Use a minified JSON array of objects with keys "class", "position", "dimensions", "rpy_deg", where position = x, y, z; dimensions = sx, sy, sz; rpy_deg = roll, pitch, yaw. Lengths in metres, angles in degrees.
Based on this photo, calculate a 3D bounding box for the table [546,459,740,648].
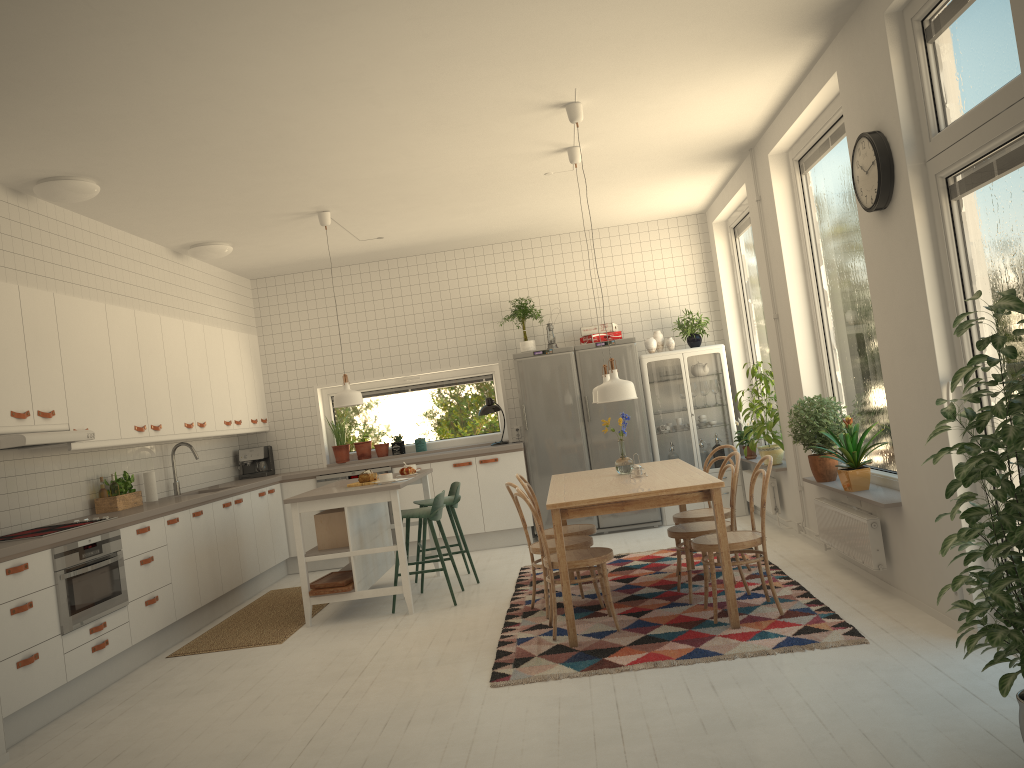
[{"class":"table","position":[0.718,0.934,5.314],"dimensions":[0.894,0.749,1.797],"rpy_deg":[-8,-2,3]}]

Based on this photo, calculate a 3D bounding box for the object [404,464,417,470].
[{"class":"object","position":[-0.798,0.665,6.948],"dimensions":[0.094,0.060,0.098],"rpy_deg":[-8,-2,0]}]

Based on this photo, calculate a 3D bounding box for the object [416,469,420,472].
[{"class":"object","position":[-0.794,0.691,6.944],"dimensions":[0.160,0.020,0.160],"rpy_deg":[-8,-2,0]}]

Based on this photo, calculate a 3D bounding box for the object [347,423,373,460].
[{"class":"object","position":[-1.498,0.573,8.888],"dimensions":[0.258,0.370,0.234],"rpy_deg":[-8,-2,15]}]

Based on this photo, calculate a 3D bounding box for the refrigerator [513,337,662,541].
[{"class":"refrigerator","position":[0.705,0.530,8.403],"dimensions":[1.146,1.778,0.559],"rpy_deg":[-8,-2,3]}]

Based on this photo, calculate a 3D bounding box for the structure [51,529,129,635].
[{"class":"structure","position":[-2.644,1.124,4.949],"dimensions":[0.704,0.447,0.682],"rpy_deg":[-8,-2,3]}]

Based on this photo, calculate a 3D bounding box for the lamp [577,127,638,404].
[{"class":"lamp","position":[0.475,-0.696,4.931],"dimensions":[0.229,1.596,0.230],"rpy_deg":[-9,-3,38]}]

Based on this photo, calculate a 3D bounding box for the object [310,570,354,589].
[{"class":"object","position":[-1.210,1.353,6.161],"dimensions":[0.280,0.030,0.430],"rpy_deg":[-8,-2,12]}]

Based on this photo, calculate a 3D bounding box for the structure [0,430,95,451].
[{"class":"structure","position":[-2.749,0.322,4.981],"dimensions":[0.482,0.073,0.681],"rpy_deg":[-8,-2,3]}]

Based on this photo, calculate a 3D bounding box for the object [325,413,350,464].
[{"class":"object","position":[-1.713,0.540,8.888],"dimensions":[0.300,0.499,0.333],"rpy_deg":[-7,-2,-14]}]

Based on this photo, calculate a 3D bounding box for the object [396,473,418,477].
[{"class":"object","position":[-0.801,0.694,6.766],"dimensions":[0.167,0.005,0.167],"rpy_deg":[-8,-2,-1]}]

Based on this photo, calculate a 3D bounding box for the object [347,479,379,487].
[{"class":"object","position":[-1.027,0.708,6.388],"dimensions":[0.237,0.019,0.306],"rpy_deg":[-8,-2,20]}]

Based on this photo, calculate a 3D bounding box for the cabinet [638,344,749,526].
[{"class":"cabinet","position":[1.687,0.471,8.353],"dimensions":[0.789,1.593,0.453],"rpy_deg":[-8,-2,3]}]

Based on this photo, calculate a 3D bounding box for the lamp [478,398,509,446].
[{"class":"lamp","position":[-0.195,0.361,8.562],"dimensions":[0.239,0.465,0.262],"rpy_deg":[-9,-2,32]}]

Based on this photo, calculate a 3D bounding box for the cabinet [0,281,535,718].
[{"class":"cabinet","position":[-1.471,0.390,6.383],"dimensions":[2.853,2.160,4.843],"rpy_deg":[-8,-2,3]}]

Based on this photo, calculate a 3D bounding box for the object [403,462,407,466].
[{"class":"object","position":[-0.817,0.651,6.963],"dimensions":[0.102,0.086,0.028],"rpy_deg":[-9,-3,44]}]

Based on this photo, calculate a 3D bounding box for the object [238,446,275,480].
[{"class":"object","position":[-2.533,0.772,8.682],"dimensions":[0.316,0.292,0.279],"rpy_deg":[-8,-2,4]}]

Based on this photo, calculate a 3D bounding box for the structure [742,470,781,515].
[{"class":"structure","position":[2.139,0.907,7.552],"dimensions":[0.113,0.276,1.016],"rpy_deg":[-8,-2,3]}]

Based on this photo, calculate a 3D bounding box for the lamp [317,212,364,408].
[{"class":"lamp","position":[-1.306,-0.574,6.588],"dimensions":[0.229,1.491,0.229],"rpy_deg":[-8,-2,4]}]

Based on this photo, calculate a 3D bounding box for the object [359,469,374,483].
[{"class":"object","position":[-1.042,0.656,6.323],"dimensions":[0.086,0.087,0.090],"rpy_deg":[-8,-2,11]}]

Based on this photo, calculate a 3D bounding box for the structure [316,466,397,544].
[{"class":"structure","position":[-1.402,1.170,8.521],"dimensions":[0.705,0.710,0.704],"rpy_deg":[-8,-2,3]}]

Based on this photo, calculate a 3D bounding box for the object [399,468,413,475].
[{"class":"object","position":[-0.818,0.667,6.759],"dimensions":[0.131,0.060,0.070],"rpy_deg":[-9,-2,41]}]

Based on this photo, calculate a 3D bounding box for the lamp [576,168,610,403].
[{"class":"lamp","position":[0.527,-0.679,5.788],"dimensions":[0.230,1.596,0.229],"rpy_deg":[-6,-3,-41]}]

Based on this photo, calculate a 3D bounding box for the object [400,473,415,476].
[{"class":"object","position":[-0.802,0.692,6.770],"dimensions":[0.122,0.005,0.120],"rpy_deg":[-8,-2,21]}]

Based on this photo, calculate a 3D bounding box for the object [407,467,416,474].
[{"class":"object","position":[-0.774,0.662,6.789],"dimensions":[0.060,0.059,0.074],"rpy_deg":[-7,-2,-27]}]

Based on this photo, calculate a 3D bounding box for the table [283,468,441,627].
[{"class":"table","position":[-1.030,1.159,6.577],"dimensions":[0.794,0.864,1.423],"rpy_deg":[-8,-2,3]}]

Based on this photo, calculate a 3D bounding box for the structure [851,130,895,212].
[{"class":"structure","position":[1.686,-0.995,4.164],"dimensions":[0.074,0.371,0.371],"rpy_deg":[-8,-2,3]}]

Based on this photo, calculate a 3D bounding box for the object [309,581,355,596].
[{"class":"object","position":[-1.193,1.378,6.084],"dimensions":[0.280,0.030,0.430],"rpy_deg":[-8,-2,3]}]

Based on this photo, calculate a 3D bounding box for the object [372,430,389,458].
[{"class":"object","position":[-1.292,0.594,8.852],"dimensions":[0.194,0.277,0.176],"rpy_deg":[-7,-2,-30]}]

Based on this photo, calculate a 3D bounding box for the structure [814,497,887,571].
[{"class":"structure","position":[1.996,0.862,5.221],"dimensions":[0.113,0.279,1.028],"rpy_deg":[-8,-2,3]}]

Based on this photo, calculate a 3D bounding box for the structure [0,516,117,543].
[{"class":"structure","position":[-2.633,0.835,4.948],"dimensions":[0.504,0.057,0.763],"rpy_deg":[-8,-2,3]}]

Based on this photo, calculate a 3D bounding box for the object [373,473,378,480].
[{"class":"object","position":[-1.013,0.668,6.401],"dimensions":[0.083,0.057,0.072],"rpy_deg":[-8,-2,9]}]

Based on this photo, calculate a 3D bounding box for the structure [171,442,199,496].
[{"class":"structure","position":[-2.652,0.682,7.200],"dimensions":[0.236,0.421,0.063],"rpy_deg":[-8,-2,11]}]
